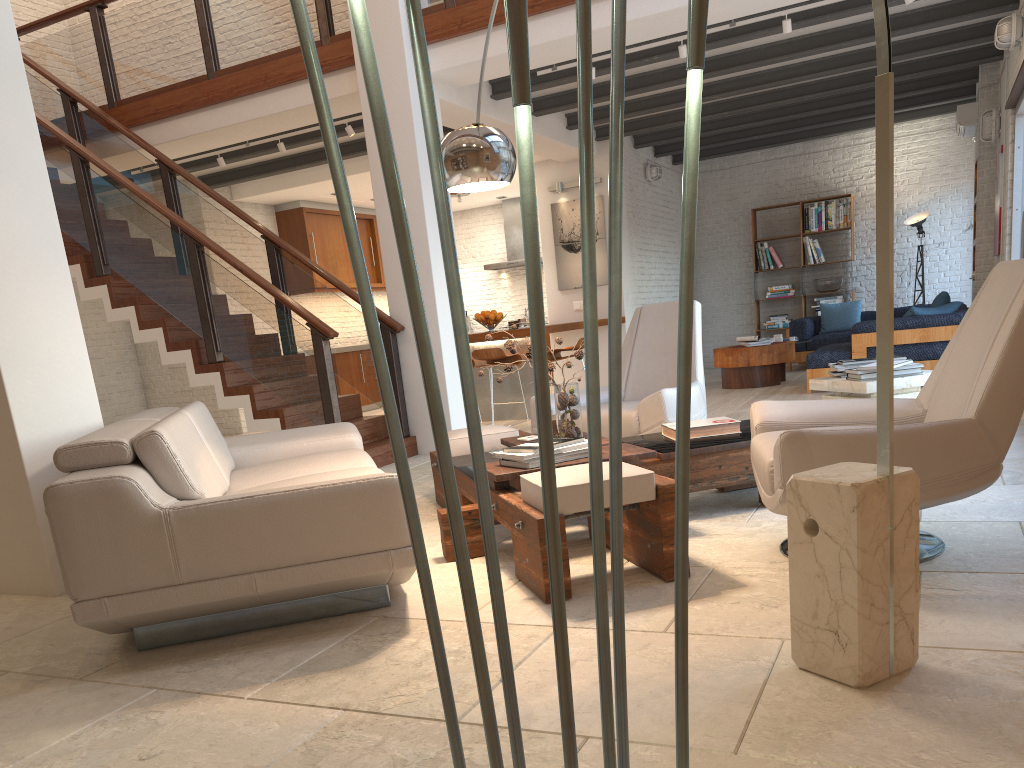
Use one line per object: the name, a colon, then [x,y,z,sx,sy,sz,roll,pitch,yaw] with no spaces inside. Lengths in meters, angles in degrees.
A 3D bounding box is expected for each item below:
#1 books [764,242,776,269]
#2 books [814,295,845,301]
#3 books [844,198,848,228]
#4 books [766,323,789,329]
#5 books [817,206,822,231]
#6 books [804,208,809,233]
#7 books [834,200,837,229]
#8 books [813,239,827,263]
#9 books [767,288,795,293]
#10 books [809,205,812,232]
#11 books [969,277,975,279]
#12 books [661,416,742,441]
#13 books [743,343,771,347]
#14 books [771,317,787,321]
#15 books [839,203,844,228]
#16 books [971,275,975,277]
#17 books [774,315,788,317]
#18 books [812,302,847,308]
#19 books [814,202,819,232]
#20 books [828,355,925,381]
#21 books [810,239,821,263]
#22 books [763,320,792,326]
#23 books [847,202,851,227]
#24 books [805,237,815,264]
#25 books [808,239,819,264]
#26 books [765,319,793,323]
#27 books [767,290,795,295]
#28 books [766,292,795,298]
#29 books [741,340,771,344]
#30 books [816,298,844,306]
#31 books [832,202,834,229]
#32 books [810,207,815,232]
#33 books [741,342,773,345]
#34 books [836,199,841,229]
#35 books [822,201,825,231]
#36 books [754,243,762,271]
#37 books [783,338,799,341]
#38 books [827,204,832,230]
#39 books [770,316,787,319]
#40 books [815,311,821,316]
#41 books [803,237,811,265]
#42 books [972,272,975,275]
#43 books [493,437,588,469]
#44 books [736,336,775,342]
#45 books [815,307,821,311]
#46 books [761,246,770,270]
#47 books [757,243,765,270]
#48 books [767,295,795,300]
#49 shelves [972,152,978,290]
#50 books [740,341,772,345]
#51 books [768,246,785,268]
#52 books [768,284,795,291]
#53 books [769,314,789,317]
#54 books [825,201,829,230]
books: [3.696,-1.835,12.498,0.121,0.394,0.235,0,13,26]
books: [4.486,-1.211,12.320,0.380,0.037,0.237,-4,4,26]
books: [4.580,-2.337,11.950,0.036,0.396,0.235,1,13,26]
books: [3.896,-0.845,12.690,0.326,0.057,0.248,-3,5,36]
books: [4.290,-2.288,12.109,0.055,0.340,0.246,1,12,26]
books: [4.136,-2.276,12.184,0.055,0.340,0.246,1,12,26]
books: [4.467,-2.329,12.019,0.036,0.396,0.235,1,13,26]
books: [4.309,-1.855,12.209,0.158,0.340,0.246,0,12,26]
books: [3.877,-1.346,12.563,0.356,0.021,0.264,-5,4,24]
books: [4.169,-2.292,12.162,0.021,0.371,0.262,1,12,26]
books: [5.206,-1.187,9.713,0.162,0.017,0.245,-3,5,36]
books: [0.924,0.217,4.278,0.326,0.058,0.248,-7,4,-3]
books: [2.765,-0.446,9.858,0.253,0.011,0.309,-6,4,5]
books: [3.888,-0.947,12.687,0.206,0.035,0.128,-4,5,26]
books: [4.537,-2.306,11.973,0.055,0.340,0.246,1,12,26]
books: [5.205,-1.213,9.693,0.171,0.019,0.229,-4,4,28]
books: [3.885,-0.987,12.677,0.243,0.008,0.151,-4,4,26]
books: [4.487,-1.115,12.332,0.445,0.021,0.264,-4,4,26]
books: [4.239,-2.310,12.110,0.036,0.396,0.235,1,13,26]
books: [1.894,-0.081,4.528,0.390,0.082,0.551,-6,4,10]
books: [4.271,-1.862,12.240,0.125,0.360,0.262,0,12,26]
books: [3.876,-0.891,12.695,0.380,0.037,0.237,-4,4,26]
books: [4.634,-2.315,11.950,0.055,0.340,0.246,1,12,26]
books: [4.193,-1.872,12.252,0.103,0.396,0.235,0,13,26]
books: [4.247,-1.860,12.242,0.125,0.360,0.262,0,12,26]
books: [3.883,-0.918,12.672,0.381,0.019,0.236,-5,4,19]
books: [3.874,-1.315,12.552,0.381,0.037,0.236,-5,4,20]
books: [3.870,-1.279,12.572,0.381,0.037,0.236,-5,4,21]
books: [2.749,-0.476,9.845,0.252,0.011,0.309,-6,4,0]
books: [4.498,-1.161,12.334,0.381,0.066,0.236,-5,5,20]
books: [4.437,-2.313,12.023,0.021,0.371,0.262,1,12,26]
books: [4.198,-2.279,12.134,0.055,0.340,0.246,1,12,26]
books: [2.768,-0.458,9.870,0.252,0.011,0.310,-7,4,-5]
books: [4.495,-2.331,11.991,0.036,0.396,0.235,1,13,26]
books: [4.321,-2.316,12.064,0.036,0.396,0.235,1,13,26]
books: [3.568,-1.826,12.565,0.091,0.397,0.235,0,13,26]
books: [3.410,-0.548,10.826,0.230,0.023,0.159,-7,4,-15]
books: [4.397,-2.294,12.030,0.055,0.340,0.246,1,12,26]
books: [3.883,-0.973,12.689,0.237,0.019,0.165,-5,4,19]
books: [4.507,-1.017,12.351,0.381,0.066,0.236,-5,5,13]
books: [4.169,-1.872,12.289,0.101,0.396,0.235,0,13,26]
books: [5.206,-1.240,9.692,0.132,0.035,0.200,-3,5,36]
books: [0.155,0.287,3.708,0.394,0.077,0.247,-9,5,-31]
books: [2.770,-0.497,9.916,0.268,0.112,0.318,-9,6,-31]
books: [4.471,-1.075,12.338,0.327,0.057,0.247,-5,5,21]
books: [3.662,-1.810,12.556,0.102,0.345,0.246,0,12,26]
books: [3.605,-1.830,12.555,0.091,0.397,0.235,0,13,26]
books: [3.884,-1.251,12.580,0.356,0.021,0.264,-4,4,26]
shelves: [5.188,-1.771,9.568,0.192,1.474,0.741,1,13,26]
books: [2.754,-0.466,9.854,0.252,0.011,0.310,-7,4,-5]
books: [3.792,-1.813,12.486,0.195,0.329,0.246,-1,11,26]
books: [3.880,-1.385,12.549,0.327,0.057,0.247,-4,5,28]
books: [3.880,-0.998,12.661,0.253,0.017,0.157,-4,4,26]
books: [4.359,-2.320,12.057,0.036,0.396,0.235,1,13,26]
